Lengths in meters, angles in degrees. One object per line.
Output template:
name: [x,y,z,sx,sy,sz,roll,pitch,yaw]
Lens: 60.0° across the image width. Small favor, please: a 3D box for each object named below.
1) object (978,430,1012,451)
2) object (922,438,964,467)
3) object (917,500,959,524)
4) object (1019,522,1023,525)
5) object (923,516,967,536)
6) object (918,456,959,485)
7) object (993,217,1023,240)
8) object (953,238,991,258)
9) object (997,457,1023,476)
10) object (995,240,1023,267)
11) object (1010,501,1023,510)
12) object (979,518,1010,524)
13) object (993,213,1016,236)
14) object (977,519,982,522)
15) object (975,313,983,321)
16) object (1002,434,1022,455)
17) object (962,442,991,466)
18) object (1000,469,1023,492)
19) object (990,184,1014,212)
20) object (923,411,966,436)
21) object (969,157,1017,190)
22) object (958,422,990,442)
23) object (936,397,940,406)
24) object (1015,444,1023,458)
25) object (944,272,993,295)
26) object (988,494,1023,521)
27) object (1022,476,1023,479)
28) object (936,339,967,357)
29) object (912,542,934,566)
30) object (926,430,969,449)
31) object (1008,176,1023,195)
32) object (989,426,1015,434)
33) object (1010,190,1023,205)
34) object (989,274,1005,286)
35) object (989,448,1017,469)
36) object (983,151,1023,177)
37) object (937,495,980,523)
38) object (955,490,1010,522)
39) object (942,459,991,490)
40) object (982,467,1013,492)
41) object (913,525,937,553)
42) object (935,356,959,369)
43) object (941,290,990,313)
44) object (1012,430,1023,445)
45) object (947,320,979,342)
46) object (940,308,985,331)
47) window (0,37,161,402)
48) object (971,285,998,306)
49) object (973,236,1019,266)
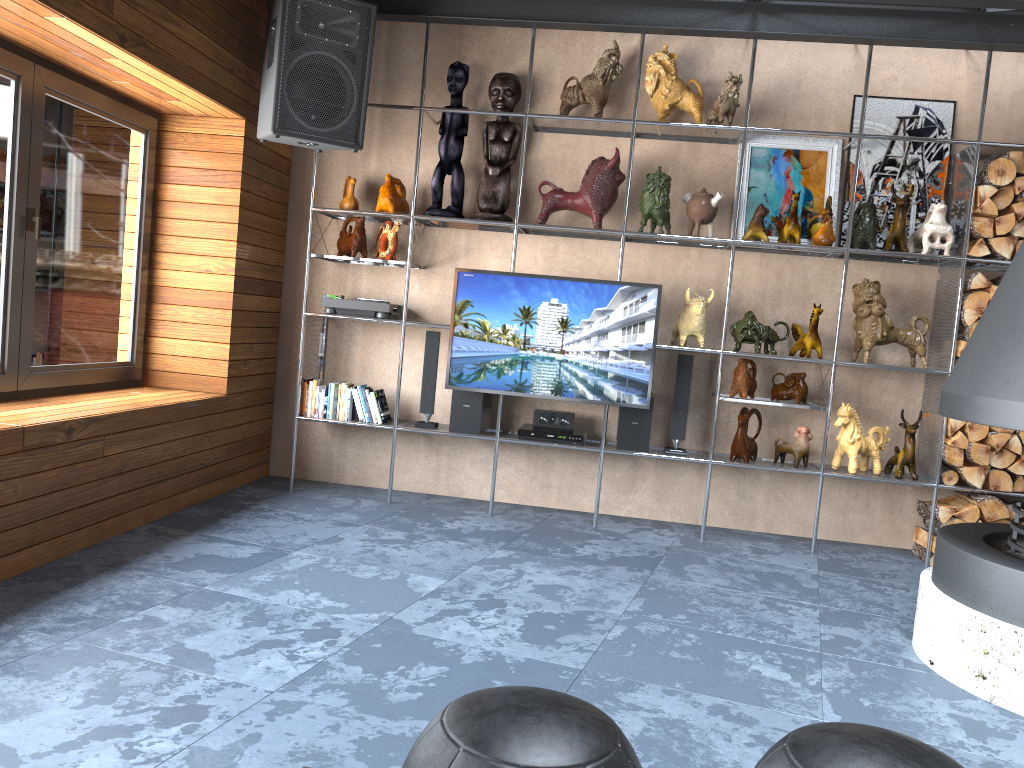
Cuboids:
object: [2.423,0.276,4.550,0.107,0.098,0.330,5,4,3]
object: [2.230,0.352,4.597,0.110,0.109,0.321,6,4,8]
object: [2.206,0.668,4.608,0.111,0.121,0.310,6,4,6]
object: [2.607,0.712,4.579,0.109,0.135,0.288,6,4,11]
object: [2.248,0.737,4.585,0.143,0.143,0.286,6,4,6]
object: [2.229,0.451,4.626,0.103,0.110,0.312,5,4,3]
object: [2.557,-0.778,4.513,0.147,0.118,0.288,6,4,11]
object: [2.339,-0.685,4.532,0.107,0.105,0.330,6,4,9]
object: [2.527,0.401,4.559,0.103,0.098,0.330,5,4,4]
object: [2.562,-0.663,4.514,0.135,0.114,0.299,6,4,9]
object: [2.646,0.663,4.558,0.105,0.105,0.331,5,4,4]
object: [2.458,0.709,4.585,0.107,0.098,0.330,5,4,3]
object: [2.454,-0.803,4.508,0.095,0.135,0.329,6,4,11]
object: [2.377,0.714,4.595,0.101,0.110,0.331,6,4,9]
object: [2.393,-0.343,4.536,0.128,0.107,0.329,6,4,7]
object: [2.504,0.296,4.557,0.101,0.110,0.331,6,4,9]
object: [2.331,0.330,4.578,0.115,0.131,0.374,5,4,2]
object: [2.560,0.494,4.574,0.087,0.095,0.303,6,4,7]
object: [2.448,-0.922,4.518,0.112,0.153,0.291,6,4,10]
object: [2.238,0.205,4.592,0.097,0.120,0.308,5,4,2]
object: [2.417,-1.039,4.476,0.140,0.150,0.312,6,4,11]
object: [2.334,0.212,4.560,0.112,0.153,0.291,5,4,4]
object: [2.302,0.113,4.563,0.151,0.119,0.299,6,4,9]
object: [2.626,0.340,4.571,0.143,0.143,0.286,6,4,6]
object: [2.338,-0.509,4.536,0.121,0.107,0.308,5,4,3]
object: [2.518,0.649,4.568,0.099,0.131,0.309,5,4,3]
object: [2.645,0.494,4.534,0.126,0.112,0.287,6,4,6]
object: [2.284,-0.181,4.556,0.095,0.088,0.303,6,4,5]
object: [2.203,0.878,4.642,0.126,0.112,0.287,6,4,6]
object: [2.252,0.260,4.586,0.107,0.110,0.331,6,4,5]
object: [2.519,-0.982,4.479,0.098,0.090,0.303,6,4,8]
object: [2.485,0.192,4.579,0.164,0.128,0.322,6,4,6]
object: [2.589,-0.938,4.460,0.164,0.128,0.322,6,4,8]
object: [2.518,-0.505,4.492,0.140,0.150,0.312,5,4,3]
object: [2.443,0.356,4.553,0.147,0.118,0.288,5,4,3]
object: [2.512,-1.096,4.496,0.129,0.118,0.299,6,4,5]
object: [2.294,0.648,4.595,0.128,0.107,0.329,6,4,7]
object: [2.413,0.618,4.560,0.164,0.128,0.322,6,4,6]
object: [2.326,0.453,4.584,0.154,0.131,0.362,6,4,7]
object: [2.449,0.471,4.563,0.135,0.114,0.299,5,4,5]
object: [2.185,0.809,4.615,0.095,0.088,0.303,6,4,5]
object: [2.302,-0.113,4.583,0.126,0.112,0.287,6,4,6]
object: [2.329,-0.420,4.557,0.135,0.114,0.299,5,4,5]
object: [2.597,0.247,4.550,0.128,0.107,0.329,6,4,7]
object: [2.347,-0.254,4.526,0.143,0.143,0.286,6,4,6]
object: [2.304,-0.323,4.549,0.111,0.121,0.310,6,4,6]
window: [-2.251,-0.531,1.753,0.101,1.522,5.937,6,4,7]
object: [2.432,-0.441,4.537,0.098,0.115,0.362,6,4,6]
object: [2.440,-0.681,4.544,0.154,0.131,0.362,6,4,7]
